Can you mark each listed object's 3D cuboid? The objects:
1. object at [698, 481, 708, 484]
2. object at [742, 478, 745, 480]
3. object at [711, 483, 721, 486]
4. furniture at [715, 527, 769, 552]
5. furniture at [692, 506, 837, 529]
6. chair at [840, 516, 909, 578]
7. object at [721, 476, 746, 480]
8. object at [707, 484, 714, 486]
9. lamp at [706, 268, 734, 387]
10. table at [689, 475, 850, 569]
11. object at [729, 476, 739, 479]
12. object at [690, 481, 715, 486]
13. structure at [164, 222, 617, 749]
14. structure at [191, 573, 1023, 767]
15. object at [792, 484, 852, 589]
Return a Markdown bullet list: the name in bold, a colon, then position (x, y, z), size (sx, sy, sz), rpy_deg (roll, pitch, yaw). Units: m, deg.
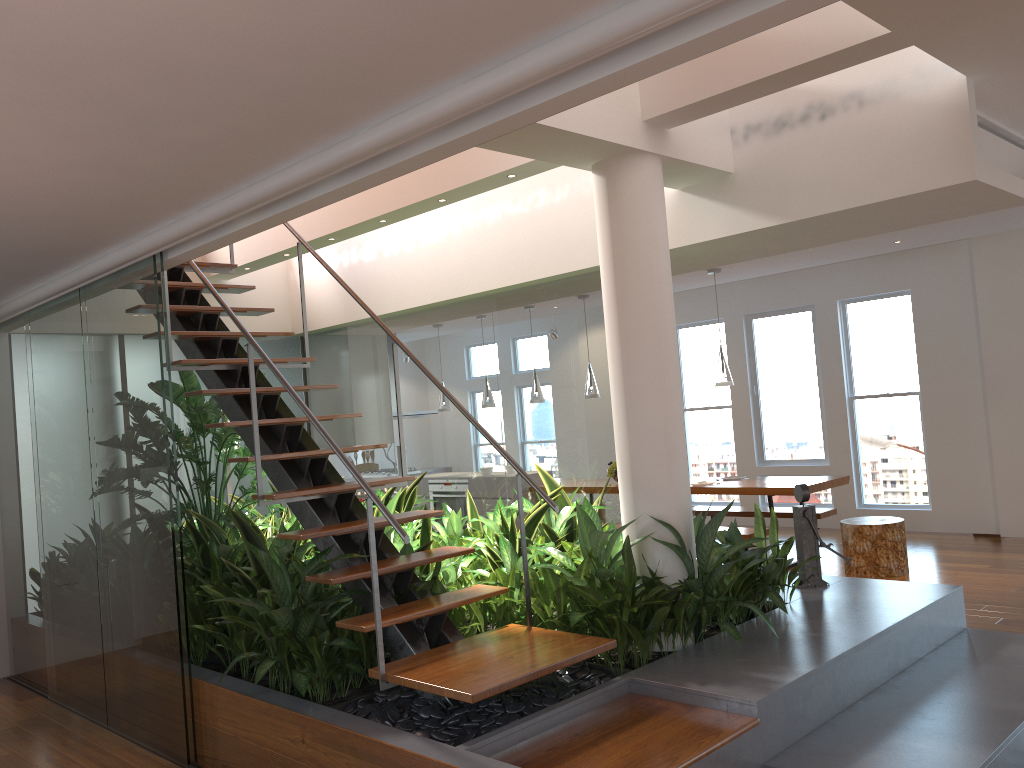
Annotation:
- **object**: position (1.649, 0.857, 7.670), size (0.079, 0.030, 0.070), rpy_deg (-5, -2, 8)
- **object**: position (2.065, 0.835, 7.870), size (0.019, 0.017, 0.158), rpy_deg (-6, -3, 40)
- **object**: position (1.735, 0.856, 7.565), size (0.044, 0.014, 0.149), rpy_deg (-6, -3, 44)
- **furniture**: position (1.422, 1.394, 7.362), size (0.316, 0.389, 1.433), rpy_deg (-3, -3, -45)
- **furniture**: position (2.263, 1.354, 8.207), size (0.316, 0.389, 1.433), rpy_deg (-3, -3, -45)
- **chair**: position (2.801, 1.255, 6.857), size (0.460, 0.400, 0.460), rpy_deg (-3, -2, -35)
- **object**: position (1.981, 0.845, 7.935), size (0.222, 0.020, 0.222), rpy_deg (-6, -2, 37)
- **object**: position (1.713, 0.863, 7.590), size (0.164, 0.006, 0.017), rpy_deg (-3, -3, -40)
- **lamp**: position (1.747, -0.510, 7.488), size (0.160, 1.060, 0.160), rpy_deg (-4, -2, -18)
- **table**: position (0.435, 1.376, 9.221), size (0.893, 0.704, 5.996), rpy_deg (-3, -3, -45)
- **object**: position (1.980, 0.839, 7.935), size (0.079, 0.030, 0.070), rpy_deg (-5, -2, -2)
- **object**: position (1.650, 0.863, 7.670), size (0.222, 0.020, 0.222), rpy_deg (-5, -2, -5)
- **structure**: position (-1.067, -0.548, 5.439), size (2.552, 4.265, 4.591), rpy_deg (-3, -3, -45)
- **structure**: position (-0.282, 1.469, 5.051), size (3.088, 0.386, 5.584), rpy_deg (-3, -3, -45)
- **object**: position (1.695, 0.830, 4.913), size (0.318, 0.565, 0.134), rpy_deg (-4, -2, -9)
